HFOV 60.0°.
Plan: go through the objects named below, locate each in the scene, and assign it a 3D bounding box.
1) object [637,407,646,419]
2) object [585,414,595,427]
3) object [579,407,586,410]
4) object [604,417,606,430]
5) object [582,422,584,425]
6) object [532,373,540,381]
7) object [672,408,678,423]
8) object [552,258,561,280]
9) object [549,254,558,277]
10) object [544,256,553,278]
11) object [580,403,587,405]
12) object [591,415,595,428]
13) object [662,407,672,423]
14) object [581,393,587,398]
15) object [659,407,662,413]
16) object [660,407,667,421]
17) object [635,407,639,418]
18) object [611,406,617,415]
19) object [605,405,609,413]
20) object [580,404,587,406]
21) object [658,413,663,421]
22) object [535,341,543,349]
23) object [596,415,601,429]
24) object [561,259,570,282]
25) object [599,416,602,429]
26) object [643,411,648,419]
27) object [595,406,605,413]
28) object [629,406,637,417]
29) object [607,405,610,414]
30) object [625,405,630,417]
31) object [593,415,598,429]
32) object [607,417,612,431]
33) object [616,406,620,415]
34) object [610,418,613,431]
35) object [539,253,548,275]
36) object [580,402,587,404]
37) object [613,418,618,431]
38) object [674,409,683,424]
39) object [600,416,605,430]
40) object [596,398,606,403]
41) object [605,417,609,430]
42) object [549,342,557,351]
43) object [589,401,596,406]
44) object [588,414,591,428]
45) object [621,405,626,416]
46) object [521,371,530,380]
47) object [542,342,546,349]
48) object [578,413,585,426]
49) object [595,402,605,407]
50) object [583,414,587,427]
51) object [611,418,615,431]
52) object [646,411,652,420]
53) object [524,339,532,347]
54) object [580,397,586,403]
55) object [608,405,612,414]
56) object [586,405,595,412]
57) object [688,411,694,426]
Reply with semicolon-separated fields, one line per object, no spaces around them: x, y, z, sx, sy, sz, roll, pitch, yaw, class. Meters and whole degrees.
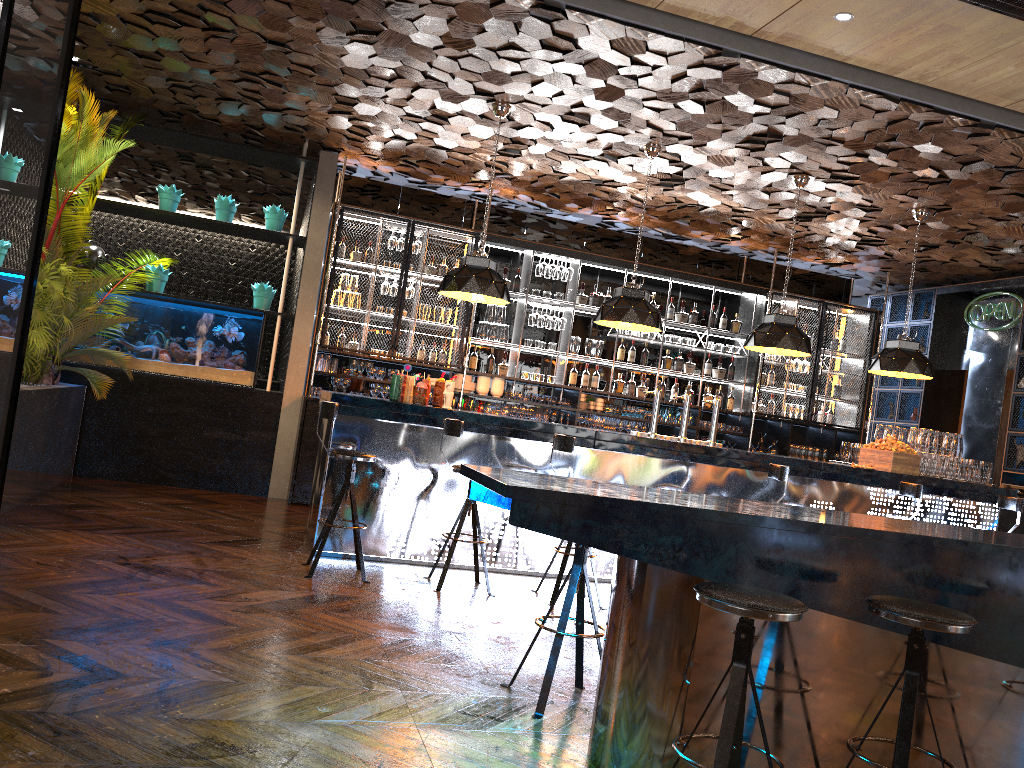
1.486;0.333;10.185;0.108;0.126;0.108;8;-2;19;object
0.874;0.462;10.025;0.108;0.227;0.108;7;-2;45;object
0.779;0.280;10.048;0.149;0.022;0.149;7;-2;43;object
1.071;0.493;10.187;0.049;0.231;0.049;8;-2;21;object
0.813;0.459;10.258;0.108;0.227;0.108;8;-2;21;object
0.264;-0.074;9.954;0.089;0.092;0.089;7;-2;38;object
1.903;0.376;10.369;0.101;0.172;0.115;8;-2;14;object
0.515;-1.320;10.162;0.092;0.244;0.092;7;-2;35;object
0.464;-1.332;9.976;0.092;0.244;0.092;7;-2;35;object
0.420;-1.334;10.135;0.092;0.244;0.092;7;-2;35;object
0.787;0.227;10.048;0.149;0.025;0.149;7;-2;37;object
0.932;0.471;10.189;0.058;0.234;0.058;10;-2;-40;object
1.803;0.357;10.218;0.115;0.172;0.101;8;-2;14;object
0.792;0.139;10.047;0.094;0.069;0.106;9;-2;-9;object
1.740;0.354;10.452;0.115;0.172;0.101;9;-2;-31;object
1.766;0.355;10.333;0.115;0.172;0.101;8;-2;-6;object
1.457;0.332;10.298;0.108;0.126;0.108;9;-2;-21;object
1.155;0.295;10.054;0.058;0.099;0.067;7;-2;30;object
1.110;0.295;10.284;0.058;0.099;0.067;7;-2;35;object
0.787;0.237;10.049;0.149;0.026;0.148;9;-2;-9;object
1.684;0.377;10.209;0.098;0.097;0.098;8;-2;19;object
0.301;-0.437;9.996;0.089;0.092;0.089;9;-2;-37;object
0.973;0.473;10.036;0.058;0.234;0.058;7;-2;27;object
0.613;-1.305;10.189;0.092;0.244;0.092;7;-2;35;object
1.009;0.482;10.155;0.058;0.234;0.058;8;-2;18;object
1.559;0.361;10.285;0.098;0.097;0.098;8;-2;22;object
0.993;0.288;10.091;0.106;0.067;0.094;9;-2;-27;object
1.381;0.317;10.154;0.100;0.125;0.100;8;-2;24;object
1.130;0.296;10.218;0.058;0.099;0.067;9;-2;-13;object
1.349;0.316;10.272;0.100;0.125;0.100;7;-2;32;object
0.953;0.472;10.119;0.058;0.234;0.058;8;-2;7;object
1.097;0.493;10.061;0.049;0.231;0.049;8;-2;-4;object
1.203;0.304;10.108;0.067;0.099;0.058;8;-2;20;object
1.141;0.504;10.209;0.049;0.231;0.049;8;-2;-7;object
0.359;-1.348;9.947;0.092;0.244;0.092;7;-2;35;object
0.787;0.215;10.048;0.149;0.026;0.148;9;-2;-9;object
1.169;0.504;10.081;0.049;0.231;0.049;9;-2;-20;object
1.941;0.378;10.246;0.115;0.172;0.101;9;-2;-31;object
1.025;0.481;10.061;0.058;0.234;0.058;9;-2;-12;object
1.002;0.198;10.085;0.094;0.068;0.106;9;-2;-16;object
1.080;0.492;10.126;0.049;0.231;0.049;8;-2;-7;object
0.454;-0.416;9.975;0.089;0.092;0.089;9;-2;-31;object
0.928;0.235;10.166;0.094;0.069;0.105;9;-2;-38;object
0.910;0.470;10.270;0.058;0.234;0.058;9;-2;-13;object
1.315;0.314;10.386;0.100;0.125;0.100;8;-2;-2;object
0.147;-0.091;9.935;0.089;0.092;0.089;10;-2;-44;object
0.338;-0.428;10.122;0.089;0.092;0.089;8;-2;16;object
0.764;0.445;9.994;0.108;0.227;0.108;9;-2;-24;object
0.996;0.243;10.095;0.094;0.069;0.106;8;-2;26;object
0.845;0.461;10.140;0.108;0.227;0.108;7;-2;39;object
1.153;0.504;10.145;0.049;0.231;0.049;9;-2;-11;object
1.584;0.362;10.187;0.098;0.097;0.098;9;-2;-36;object
0.180;-0.454;10.007;0.089;0.092;0.089;9;-2;-37;object
0.795;0.184;10.049;0.107;0.070;0.094;8;-2;15;object
1.135;0.294;10.120;0.058;0.099;0.067;7;-2;44;object
0.914;0.279;10.165;0.094;0.067;0.106;7;-2;37;object
2.066;0.397;10.289;0.101;0.172;0.115;8;-2;14;object
